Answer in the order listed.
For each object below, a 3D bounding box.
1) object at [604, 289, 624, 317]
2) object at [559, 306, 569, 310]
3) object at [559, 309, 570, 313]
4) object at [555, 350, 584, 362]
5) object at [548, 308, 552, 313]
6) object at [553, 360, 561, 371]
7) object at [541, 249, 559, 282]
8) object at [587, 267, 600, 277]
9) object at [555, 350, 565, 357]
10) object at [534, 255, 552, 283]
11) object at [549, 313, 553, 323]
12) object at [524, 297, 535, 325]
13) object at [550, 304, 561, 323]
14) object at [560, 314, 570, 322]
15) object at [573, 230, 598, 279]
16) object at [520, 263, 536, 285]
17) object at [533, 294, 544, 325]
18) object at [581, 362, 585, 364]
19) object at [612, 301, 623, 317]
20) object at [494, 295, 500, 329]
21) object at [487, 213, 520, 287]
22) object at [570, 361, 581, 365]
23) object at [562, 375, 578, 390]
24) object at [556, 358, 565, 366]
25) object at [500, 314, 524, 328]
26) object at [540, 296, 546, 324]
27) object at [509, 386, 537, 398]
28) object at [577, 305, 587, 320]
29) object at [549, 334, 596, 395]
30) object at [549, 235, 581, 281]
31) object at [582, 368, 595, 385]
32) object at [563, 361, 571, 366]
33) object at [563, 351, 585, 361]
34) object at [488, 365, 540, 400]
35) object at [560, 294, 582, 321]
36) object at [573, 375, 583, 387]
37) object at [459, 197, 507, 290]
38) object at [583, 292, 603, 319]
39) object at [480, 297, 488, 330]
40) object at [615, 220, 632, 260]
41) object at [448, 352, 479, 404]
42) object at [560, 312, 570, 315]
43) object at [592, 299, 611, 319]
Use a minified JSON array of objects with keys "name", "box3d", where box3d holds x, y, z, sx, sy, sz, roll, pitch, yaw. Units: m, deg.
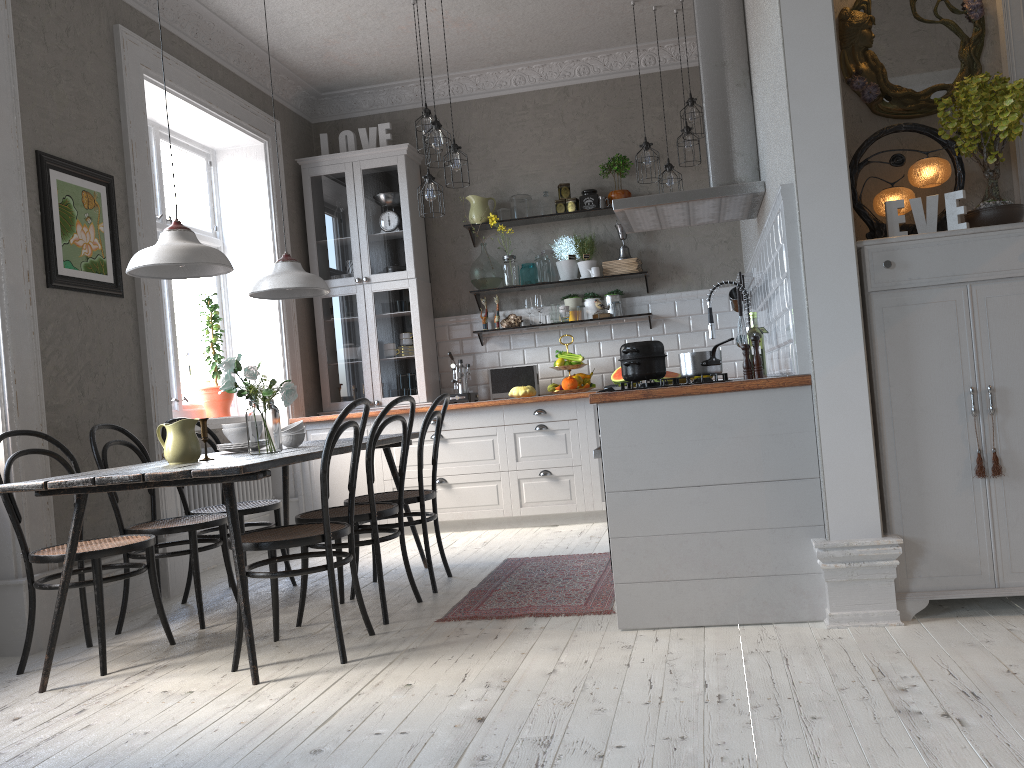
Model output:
[{"name":"object","box3d":[0.757,-0.587,6.498,0.158,0.213,0.154,-5,-1,9]},{"name":"object","box3d":[0.380,-0.536,6.419,0.077,0.051,0.077,-5,-1,-3]},{"name":"object","box3d":[0.383,-0.510,6.418,0.076,0.051,0.078,-6,-1,30]},{"name":"object","box3d":[0.408,-0.200,6.284,0.208,0.101,0.068,-5,-1,17]},{"name":"object","box3d":[0.310,-0.517,6.552,0.076,0.083,0.079,-5,-1,29]},{"name":"object","box3d":[0.344,-0.134,6.327,0.096,0.078,0.101,-5,-1,-2]},{"name":"object","box3d":[0.277,-0.866,6.622,0.130,0.264,0.133,-5,-1,16]},{"name":"object","box3d":[0.601,-0.804,6.385,0.104,0.071,0.064,-6,-1,41]},{"name":"object","box3d":[0.342,-0.215,6.300,0.073,0.058,0.050,-5,-1,-13]},{"name":"object","box3d":[0.224,-0.835,6.477,0.122,0.206,0.127,-6,-1,34]},{"name":"object","box3d":[0.313,-0.484,6.552,0.076,0.083,0.079,-5,-1,29]},{"name":"object","box3d":[0.131,-0.534,6.569,0.082,0.217,0.081,-5,-1,-3]},{"name":"object","box3d":[0.325,-0.514,6.473,0.080,0.139,0.078,-5,-1,-16]},{"name":"object","box3d":[0.386,-0.476,6.418,0.077,0.051,0.077,-5,-1,4]},{"name":"object","box3d":[0.536,-0.951,6.460,0.187,0.380,0.166,-5,-1,-28]},{"name":"object","box3d":[0.125,-0.808,6.586,0.125,0.172,0.127,-5,-1,15]},{"name":"object","box3d":[0.198,-0.541,6.461,0.082,0.217,0.081,-5,-1,-3]},{"name":"object","box3d":[0.494,-0.143,6.305,0.051,0.050,0.050,-5,-1,20]},{"name":"object","box3d":[0.755,-0.539,6.382,0.077,0.108,0.078,-5,-1,5]},{"name":"object","box3d":[-0.107,-0.533,6.595,0.063,0.264,0.052,-5,-1,-43]},{"name":"object","box3d":[-0.060,-0.979,6.471,0.191,0.540,0.281,-5,-1,3]},{"name":"object","box3d":[0.448,-0.136,6.283,0.076,0.062,0.099,-5,-1,-16]},{"name":"object","box3d":[0.402,-0.005,6.185,0.114,0.110,0.110,-5,-1,-22]},{"name":"object","box3d":[0.341,-0.151,6.251,0.058,0.069,0.080,-6,-1,31]},{"name":"object","box3d":[-0.005,-0.467,6.552,0.178,0.111,0.095,-5,-1,-12]},{"name":"object","box3d":[0.214,-0.542,6.550,0.082,0.217,0.081,-5,-1,-3]},{"name":"object","box3d":[0.074,0.054,6.200,0.195,0.083,0.191,-5,-1,11]},{"name":"object","box3d":[0.507,-0.515,6.452,0.077,0.108,0.078,-5,-1,5]},{"name":"object","box3d":[0.405,-0.143,6.311,0.353,0.425,0.351,-5,-1,-4]},{"name":"object","box3d":[0.419,-0.927,6.534,0.240,0.354,0.238,-5,-1,29]},{"name":"object","box3d":[0.539,-0.049,6.304,0.060,0.120,0.128,-6,-1,35]},{"name":"object","box3d":[0.387,-0.132,6.259,0.063,0.061,0.067,-5,-1,11]},{"name":"object","box3d":[0.451,-0.193,6.346,0.177,0.096,0.090,-6,-1,31]},{"name":"object","box3d":[0.016,-0.009,6.417,0.349,0.226,0.089,-5,-1,10]},{"name":"object","box3d":[0.440,-0.563,6.537,0.158,0.217,0.155,-5,-1,-9]},{"name":"object","box3d":[0.456,-0.021,6.253,0.087,0.078,0.089,-6,-1,37]},{"name":"object","box3d":[-0.227,-1.032,6.545,0.339,0.674,0.333,-5,-1,-21]},{"name":"object","box3d":[0.594,-0.573,6.519,0.170,0.214,0.150,-6,-1,41]},{"name":"object","box3d":[-0.207,-0.523,6.628,0.054,0.264,0.061,-5,-1,-18]},{"name":"object","box3d":[0.809,-1.039,6.437,0.131,0.287,0.130,-5,-1,-4]},{"name":"object","box3d":[-0.387,-0.045,6.399,0.204,0.370,0.356,-5,-1,12]},{"name":"object","box3d":[0.384,-0.493,6.418,0.077,0.051,0.077,-5,-1,4]},{"name":"object","box3d":[0.651,-0.545,6.419,0.120,0.147,0.099,-5,-1,-21]}]
